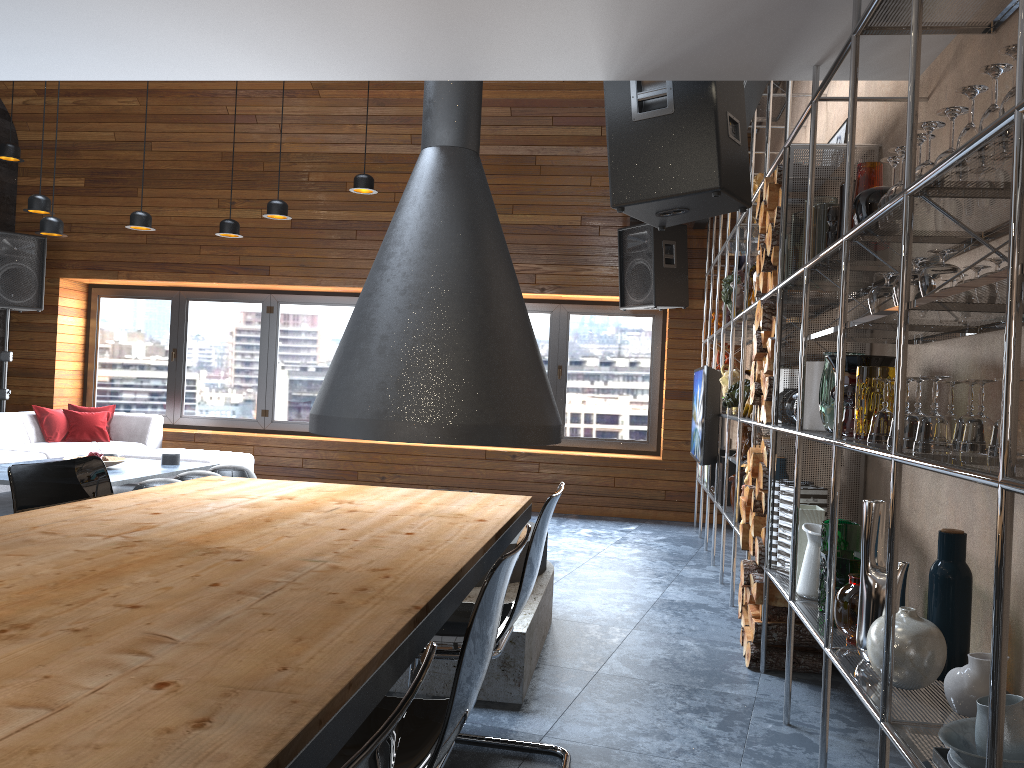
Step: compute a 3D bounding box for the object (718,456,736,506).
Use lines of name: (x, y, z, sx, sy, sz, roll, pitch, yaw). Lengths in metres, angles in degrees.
object: (1.498, 0.623, 5.633, 0.343, 0.303, 0.175, 3, 0, 8)

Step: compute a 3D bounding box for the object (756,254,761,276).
object: (1.289, -0.540, 4.068, 0.321, 0.109, 0.110, 3, 0, 7)

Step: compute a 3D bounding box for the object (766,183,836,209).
object: (1.262, -0.785, 3.742, 0.362, 0.115, 0.098, 3, 0, 9)

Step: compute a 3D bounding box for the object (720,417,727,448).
object: (1.608, 0.517, 6.766, 0.112, 0.533, 0.112, 3, 0, 8)

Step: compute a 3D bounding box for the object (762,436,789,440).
object: (1.256, 0.296, 3.920, 0.289, 0.121, 0.107, 3, 0, 9)

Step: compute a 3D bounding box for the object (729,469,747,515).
object: (1.354, 0.624, 5.059, 0.249, 0.290, 0.114, 3, 0, 33)

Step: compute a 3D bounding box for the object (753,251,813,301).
object: (1.321, -0.525, 4.258, 0.314, 0.280, 0.151, 3, 0, 6)

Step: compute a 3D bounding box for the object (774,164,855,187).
object: (1.243, -0.846, 3.646, 0.308, 0.107, 0.121, 3, 0, 12)

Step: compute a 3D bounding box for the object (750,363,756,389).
object: (1.231, -0.020, 4.010, 0.286, 0.143, 0.143, 3, 0, 7)

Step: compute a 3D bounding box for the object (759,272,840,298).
object: (1.297, -0.449, 3.958, 0.362, 0.131, 0.154, 3, 0, 7)

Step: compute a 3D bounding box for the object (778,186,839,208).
object: (1.252, -0.755, 3.641, 0.299, 0.114, 0.135, 3, 0, 10)

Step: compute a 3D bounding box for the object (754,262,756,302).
object: (1.379, -0.508, 4.577, 0.253, 0.249, 0.126, 3, 0, 13)

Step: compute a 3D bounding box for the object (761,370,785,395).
object: (1.217, -0.007, 3.728, 0.329, 0.135, 0.095, 3, 0, 4)

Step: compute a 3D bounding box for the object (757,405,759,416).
object: (1.271, 0.131, 4.040, 0.287, 0.112, 0.126, 3, 0, 7)

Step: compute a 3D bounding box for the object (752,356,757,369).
object: (1.250, -0.111, 3.972, 0.329, 0.107, 0.128, 3, 0, 8)

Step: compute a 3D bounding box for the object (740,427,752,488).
object: (1.422, 0.501, 5.408, 0.112, 0.533, 0.112, 3, 0, 8)

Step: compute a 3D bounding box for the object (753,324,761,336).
object: (1.263, -0.211, 3.943, 0.362, 0.115, 0.098, 3, 0, 7)

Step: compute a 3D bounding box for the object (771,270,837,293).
object: (1.249, -0.434, 3.726, 0.303, 0.095, 0.087, 3, 0, 8)

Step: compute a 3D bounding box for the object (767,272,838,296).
object: (1.264, -0.446, 3.835, 0.299, 0.114, 0.135, 3, 0, 10)

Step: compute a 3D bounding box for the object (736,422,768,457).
object: (1.397, 0.329, 5.085, 0.217, 0.214, 0.108, 3, 0, 33)

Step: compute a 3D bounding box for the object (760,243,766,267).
object: (1.275, -0.576, 3.956, 0.329, 0.135, 0.095, 3, 0, 12)

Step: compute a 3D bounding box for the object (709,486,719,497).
object: (1.529, 0.750, 6.066, 0.325, 0.058, 0.360, 3, 0, 8)

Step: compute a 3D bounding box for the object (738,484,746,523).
object: (1.318, 0.653, 4.824, 0.119, 0.220, 0.212, 2, 0, 42)

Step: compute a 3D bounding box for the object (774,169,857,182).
object: (1.272, -0.858, 3.714, 0.330, 0.103, 0.102, 3, 0, 11)

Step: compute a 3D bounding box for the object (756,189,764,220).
object: (1.270, -0.809, 4.017, 0.312, 0.150, 0.140, 3, 0, 12)

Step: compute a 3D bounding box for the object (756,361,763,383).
object: (1.243, -0.053, 3.884, 0.331, 0.110, 0.101, 3, 0, 10)

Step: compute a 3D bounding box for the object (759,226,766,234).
object: (1.290, -0.701, 4.053, 0.308, 0.120, 0.097, 3, 0, 12)

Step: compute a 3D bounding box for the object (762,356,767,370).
object: (1.248, -0.067, 3.802, 0.330, 0.098, 0.107, 3, 0, 4)

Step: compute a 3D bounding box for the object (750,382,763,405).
object: (1.218, 0.053, 3.928, 0.312, 0.110, 0.103, 3, 0, 4)

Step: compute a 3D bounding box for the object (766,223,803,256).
object: (1.213, -0.595, 3.681, 0.286, 0.143, 0.143, 3, 0, 8)

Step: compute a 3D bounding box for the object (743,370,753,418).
object: (1.388, 0.047, 4.804, 0.290, 0.290, 0.097, 3, 0, -12)

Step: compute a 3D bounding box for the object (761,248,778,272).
object: (1.222, -0.520, 3.762, 0.312, 0.110, 0.103, 3, 0, 11)

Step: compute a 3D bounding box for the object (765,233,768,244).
object: (1.258, -0.625, 3.800, 0.331, 0.110, 0.101, 3, 0, 6)

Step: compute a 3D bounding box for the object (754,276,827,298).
object: (1.286, -0.445, 4.059, 0.330, 0.105, 0.107, 3, 0, 10)

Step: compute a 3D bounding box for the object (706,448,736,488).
object: (1.620, 0.634, 6.528, 0.343, 0.303, 0.175, 3, 0, 8)

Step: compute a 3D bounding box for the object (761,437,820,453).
object: (1.238, 0.281, 3.823, 0.312, 0.150, 0.140, 3, 0, 4)

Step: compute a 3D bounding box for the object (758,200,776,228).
object: (1.242, -0.727, 3.835, 0.321, 0.128, 0.164, 3, 0, 9)

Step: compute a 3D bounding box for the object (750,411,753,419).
object: (1.332, -0.037, 4.392, 0.210, 0.451, 0.405, 3, 0, 0)

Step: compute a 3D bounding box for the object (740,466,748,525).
object: (1.299, 0.577, 4.469, 0.170, 0.363, 0.375, 3, 0, -27)

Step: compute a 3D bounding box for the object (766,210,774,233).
object: (1.242, -0.685, 3.715, 0.329, 0.107, 0.128, 3, 0, 8)

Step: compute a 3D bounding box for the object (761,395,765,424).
object: (1.237, 0.120, 3.717, 0.362, 0.131, 0.154, 3, 0, 8)

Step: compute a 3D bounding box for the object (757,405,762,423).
object: (1.253, 0.140, 3.953, 0.303, 0.095, 0.087, 3, 0, 8)

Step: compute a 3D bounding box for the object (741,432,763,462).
object: (1.344, 0.346, 4.866, 0.210, 0.168, 0.105, 3, 0, -42)

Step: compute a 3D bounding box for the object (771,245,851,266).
object: (1.219, -0.515, 3.620, 0.303, 0.088, 0.095, 3, 0, 10)

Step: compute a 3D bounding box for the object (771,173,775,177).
object: (1.297, -0.871, 3.926, 0.299, 0.118, 0.129, 3, 0, 6)

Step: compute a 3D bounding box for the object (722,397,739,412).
object: (1.713, 0.158, 7.193, 0.320, 0.114, 0.404, 3, 0, 8)

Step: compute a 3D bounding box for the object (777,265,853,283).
object: (1.243, -0.445, 3.637, 0.287, 0.112, 0.126, 3, 0, 8)

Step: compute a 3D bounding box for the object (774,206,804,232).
object: (1.230, -0.657, 3.628, 0.309, 0.121, 0.111, 3, 0, 9)

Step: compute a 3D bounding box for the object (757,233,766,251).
object: (1.294, -0.634, 4.053, 0.331, 0.110, 0.107, 3, 0, 10)

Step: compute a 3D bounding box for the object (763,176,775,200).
object: (1.239, -0.838, 3.818, 0.289, 0.121, 0.107, 3, 0, 7)

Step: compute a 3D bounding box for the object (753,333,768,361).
object: (1.218, -0.155, 3.857, 0.321, 0.128, 0.164, 3, 0, 7)
